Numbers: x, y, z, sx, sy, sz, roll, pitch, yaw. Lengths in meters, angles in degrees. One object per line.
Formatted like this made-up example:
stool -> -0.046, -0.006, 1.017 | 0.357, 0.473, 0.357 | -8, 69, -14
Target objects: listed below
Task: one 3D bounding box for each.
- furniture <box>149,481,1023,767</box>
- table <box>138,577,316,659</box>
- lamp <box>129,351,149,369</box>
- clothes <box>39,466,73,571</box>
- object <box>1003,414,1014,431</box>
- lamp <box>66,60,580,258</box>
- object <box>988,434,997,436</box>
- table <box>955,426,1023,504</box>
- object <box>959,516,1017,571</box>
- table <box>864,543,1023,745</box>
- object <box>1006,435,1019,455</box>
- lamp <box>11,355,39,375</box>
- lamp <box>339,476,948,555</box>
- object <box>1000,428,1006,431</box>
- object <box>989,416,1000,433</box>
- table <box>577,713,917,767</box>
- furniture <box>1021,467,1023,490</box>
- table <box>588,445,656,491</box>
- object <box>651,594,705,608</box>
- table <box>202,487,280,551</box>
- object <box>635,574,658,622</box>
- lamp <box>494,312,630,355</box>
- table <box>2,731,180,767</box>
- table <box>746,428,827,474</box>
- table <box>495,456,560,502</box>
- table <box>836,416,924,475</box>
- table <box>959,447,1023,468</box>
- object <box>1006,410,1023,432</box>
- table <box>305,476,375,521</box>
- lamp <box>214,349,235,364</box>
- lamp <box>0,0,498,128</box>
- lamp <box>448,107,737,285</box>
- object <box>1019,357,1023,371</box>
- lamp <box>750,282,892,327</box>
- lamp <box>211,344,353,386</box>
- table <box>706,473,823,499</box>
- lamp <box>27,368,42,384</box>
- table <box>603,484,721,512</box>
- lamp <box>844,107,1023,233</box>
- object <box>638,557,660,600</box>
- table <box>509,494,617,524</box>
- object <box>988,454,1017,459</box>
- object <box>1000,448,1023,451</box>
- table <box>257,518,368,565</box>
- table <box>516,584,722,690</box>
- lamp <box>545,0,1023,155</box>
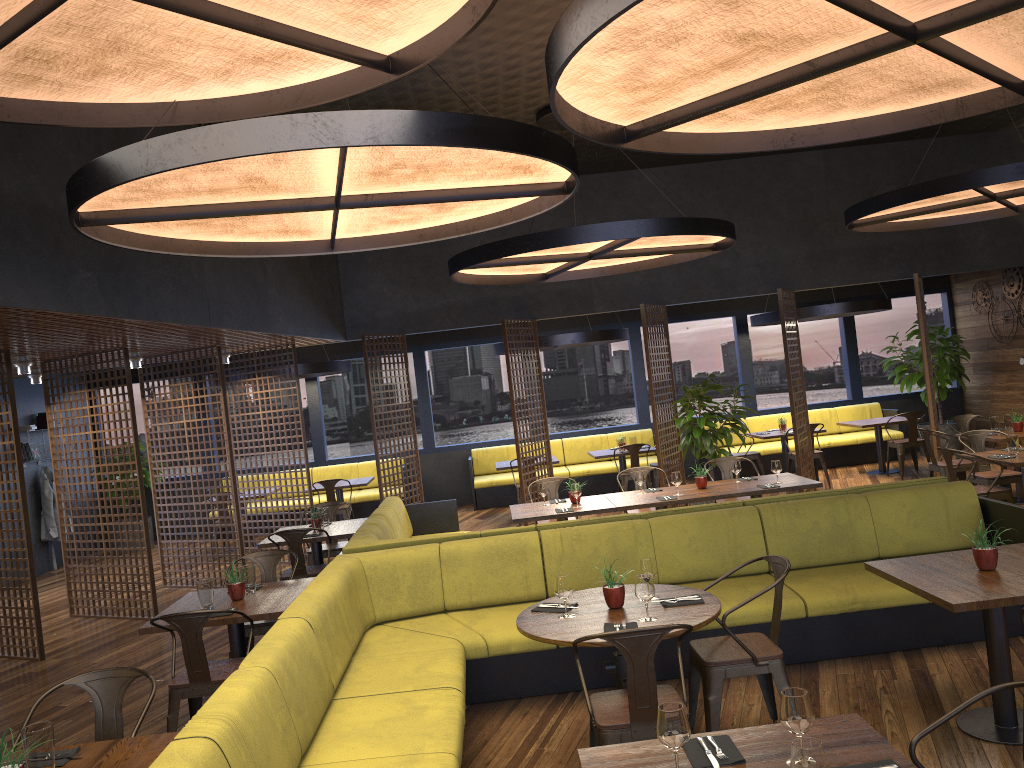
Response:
furniture -> 0.902, 1.377, 5.279 | 4.895, 0.914, 7.462 | -6, 0, -7
table -> -1.698, 1.747, 5.610 | 0.887, 0.763, 0.906 | -6, 0, -2
lamp -> -4.074, -0.258, 9.581 | 0.228, 0.172, 0.228 | -6, 0, -2
clothes -> -6.466, 1.895, 12.608 | 0.401, 1.494, 0.423 | -6, 0, -6
object -> 5.574, 0.432, 9.948 | 0.102, 0.178, 0.102 | -6, 0, 34
lamp -> -1.078, -1.703, 5.082 | 2.778, 1.475, 2.778 | -6, 0, 2
object -> 5.227, 0.552, 9.809 | 0.157, 0.019, 0.255 | -6, 0, -2
table -> 5.598, 0.905, 9.766 | 0.887, 0.763, 0.906 | -6, 0, -2
object -> 2.321, 0.774, 4.341 | 0.260, 0.271, 0.238 | -6, 0, 34
table -> 2.391, 1.288, 4.332 | 0.887, 0.763, 0.906 | -6, 0, -2
object -> 4.553, 0.555, 8.059 | 0.102, 0.178, 0.102 | -7, 0, -16
lamp -> -4.702, -0.183, 8.535 | 0.228, 0.172, 0.228 | -6, 0, -2
lamp -> -1.422, 0.727, 7.619 | 9.057, 2.714, 3.017 | -6, 0, -2
object -> 5.528, 0.517, 10.105 | 0.255, 0.019, 0.157 | -6, 0, -2
object -> 5.374, 0.455, 9.865 | 0.102, 0.178, 0.102 | -7, 0, -16
table -> 0.712, 1.485, 2.385 | 0.906, 0.763, 0.887 | -6, 0, -2
furniture -> 5.739, 0.816, 8.719 | 3.378, 0.916, 4.755 | -6, 0, -2
table -> 1.640, 1.344, 12.890 | 0.906, 0.763, 0.887 | -6, 0, -2
object -> 0.820, 1.074, 4.403 | 0.255, 0.019, 0.157 | -6, 0, 1
table -> -3.824, 1.964, 12.722 | 0.887, 0.763, 0.906 | -6, 0, -2
object -> 0.627, 1.002, 4.158 | 0.097, 0.206, 0.097 | -6, 0, 23
lamp -> 0.612, -1.616, 13.001 | 1.979, 2.172, 1.979 | -6, 0, 43
table -> -1.618, 1.747, 2.911 | 0.887, 0.763, 0.906 | -6, 0, -2
table -> 4.023, 1.073, 12.961 | 0.906, 0.763, 0.887 | -6, 0, -2
table -> 0.248, 1.502, 12.844 | 0.887, 0.763, 0.906 | -6, 0, -2
table -> 5.413, 0.915, 12.999 | 0.887, 0.763, 0.906 | -6, 0, -2
table -> 4.775, 1.004, 8.052 | 0.887, 0.763, 0.906 | -6, 0, -2
object -> 5.546, 0.390, 9.753 | 0.238, 0.271, 0.260 | -6, 0, 20
table -> -2.433, 1.807, 12.764 | 0.887, 0.763, 0.906 | -6, 0, -2
lamp -> -3.466, -0.330, 10.656 | 0.228, 0.172, 0.228 | -6, 0, -2
lamp -> -1.442, -1.832, 2.868 | 2.778, 1.159, 2.778 | -7, 0, -41
lamp -> 0.690, -1.916, 8.679 | 2.778, 1.475, 2.778 | -6, 0, -2
object -> 7.264, 0.280, 12.080 | 0.459, 1.615, 0.848 | -6, 0, -2
lamp -> 4.433, -2.052, 13.115 | 1.979, 2.172, 1.979 | -7, 0, -17
lamp -> -3.437, -1.156, 12.880 | 1.979, 2.172, 1.979 | -6, 0, 5
table -> 2.279, 1.287, 8.134 | 0.906, 0.763, 0.887 | -6, 0, -2
lamp -> -5.581, -0.089, 10.391 | 0.228, 0.172, 0.228 | -6, 0, -2
table -> 1.381, 1.389, 8.102 | 0.906, 0.763, 0.887 | -6, 0, -2
lamp -> 4.680, -2.445, 8.718 | 2.778, 1.362, 2.778 | -7, 0, -37
object -> 0.697, 0.993, 4.536 | 0.097, 0.206, 0.097 | -6, 0, 37
table -> 0.481, 1.492, 8.075 | 0.906, 0.763, 0.887 | -6, 0, -2
object -> 4.407, 0.652, 8.003 | 0.157, 0.019, 0.255 | -6, 0, -2
object -> 4.732, 0.614, 8.337 | 0.157, 0.019, 0.255 | -6, 0, -2
table -> -1.784, 1.748, 8.309 | 0.887, 0.763, 0.906 | -6, 0, -2
table -> 0.563, 1.495, 4.388 | 1.007, 0.760, 1.007 | -6, 0, 36
lamp -> 1.439, -1.983, 3.334 | 2.778, 1.475, 2.778 | -7, 0, -43
